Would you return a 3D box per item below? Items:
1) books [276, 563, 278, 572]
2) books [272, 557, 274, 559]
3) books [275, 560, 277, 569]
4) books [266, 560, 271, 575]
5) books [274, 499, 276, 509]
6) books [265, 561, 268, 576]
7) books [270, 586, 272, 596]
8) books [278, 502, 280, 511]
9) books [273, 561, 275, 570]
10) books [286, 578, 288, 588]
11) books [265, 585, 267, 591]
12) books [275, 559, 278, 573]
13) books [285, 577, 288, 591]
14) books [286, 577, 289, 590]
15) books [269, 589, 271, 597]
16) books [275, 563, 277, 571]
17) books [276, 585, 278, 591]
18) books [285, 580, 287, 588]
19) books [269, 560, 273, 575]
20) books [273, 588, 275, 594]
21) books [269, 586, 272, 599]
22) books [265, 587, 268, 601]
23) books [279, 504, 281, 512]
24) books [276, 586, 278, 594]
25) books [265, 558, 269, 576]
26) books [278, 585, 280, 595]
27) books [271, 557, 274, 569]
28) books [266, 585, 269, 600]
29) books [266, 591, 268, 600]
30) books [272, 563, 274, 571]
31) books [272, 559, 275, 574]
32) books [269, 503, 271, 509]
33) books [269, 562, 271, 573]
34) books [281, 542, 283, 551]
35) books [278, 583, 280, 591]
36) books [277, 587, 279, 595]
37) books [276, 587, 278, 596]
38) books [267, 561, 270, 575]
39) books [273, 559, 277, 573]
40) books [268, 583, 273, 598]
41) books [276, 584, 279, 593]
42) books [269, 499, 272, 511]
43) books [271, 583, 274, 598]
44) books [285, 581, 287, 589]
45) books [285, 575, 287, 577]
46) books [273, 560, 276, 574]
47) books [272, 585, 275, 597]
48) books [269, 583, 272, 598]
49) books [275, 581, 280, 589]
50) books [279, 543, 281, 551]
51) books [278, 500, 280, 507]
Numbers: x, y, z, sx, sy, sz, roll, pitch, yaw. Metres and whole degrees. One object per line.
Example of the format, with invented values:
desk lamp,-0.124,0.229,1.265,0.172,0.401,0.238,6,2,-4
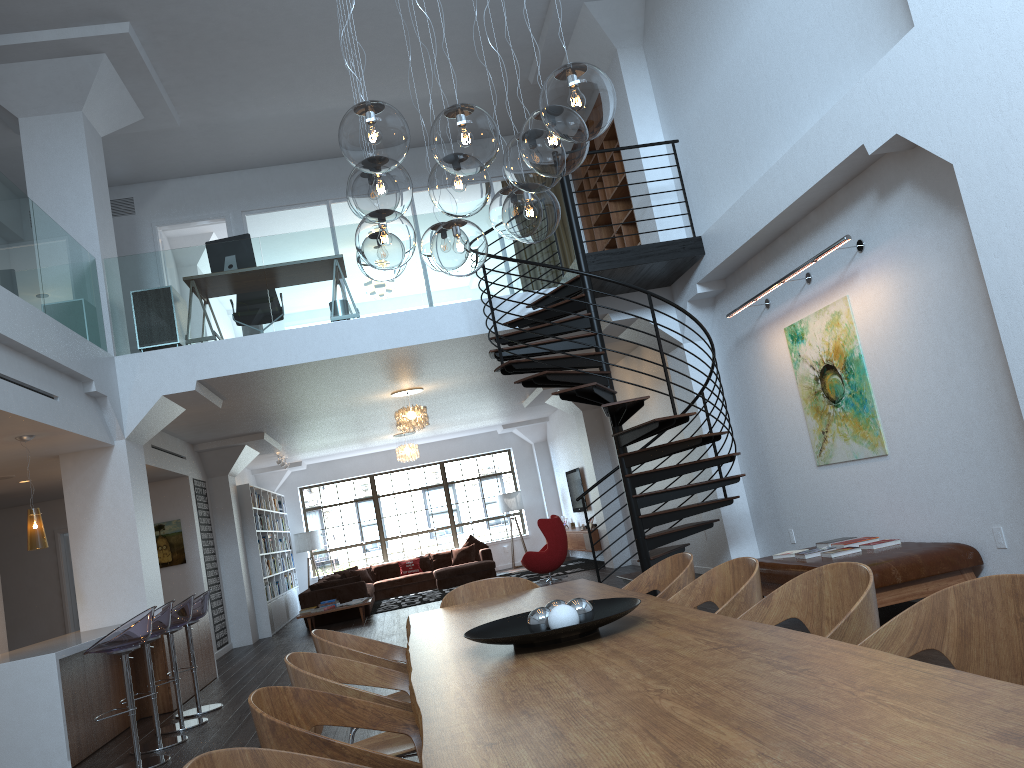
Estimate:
books,-4.281,3.277,15.845,0.161,0.223,0.026,-10,-8,-9
books,-4.266,3.209,15.633,0.176,0.290,0.036,-10,-8,-9
books,-4.285,3.252,15.773,0.183,0.253,0.034,-10,-8,-9
books,-4.175,3.110,14.939,0.183,0.253,0.034,-10,-8,-9
books,-4.643,2.355,17.074,0.183,0.253,0.034,-10,-8,-9
books,-4.138,3.066,14.653,0.171,0.246,0.057,-10,-8,-9
books,-4.077,3.449,14.697,0.171,0.246,0.039,-10,-8,-9
books,-4.721,2.448,17.622,0.183,0.253,0.042,-10,-8,-9
books,-4.230,3.193,15.440,0.183,0.253,0.034,-10,-8,-9
books,-4.331,3.788,16.730,0.183,0.253,0.034,-10,-8,-9
books,-4.016,3.362,14.193,0.183,0.253,0.042,-10,-8,-9
books,-4.288,3.265,15.810,0.174,0.240,0.045,-10,-8,-9
books,-4.331,3.783,16.696,0.183,0.253,0.034,-10,-8,-9
books,-4.350,3.815,16.888,0.183,0.253,0.034,-10,-8,-9
books,-4.055,3.437,14.557,0.161,0.223,0.033,-10,-8,-9
books,-4.267,3.232,15.678,0.180,0.259,0.060,-10,-8,-9
books,-4.170,3.627,15.543,0.126,0.173,0.032,-10,-8,-9
books,-4.310,3.783,16.615,0.161,0.223,0.026,-10,-8,-9
books,-4.192,3.137,15.106,0.183,0.253,0.034,-10,-8,-9
books,-4.105,3.520,15.001,0.161,0.207,0.135,-10,-8,-9
books,-4.052,3.450,14.587,0.161,0.223,0.030,-10,-8,-9
books,-3.991,3.348,14.084,0.174,0.240,0.054,-10,-8,-9
books,-4.738,2.470,17.750,0.183,0.253,0.042,-10,-8,-9
books,-4.150,3.618,15.470,0.106,0.162,0.032,-10,-8,-9
books,-4.155,3.058,14.737,0.176,0.290,0.053,-10,-8,-9
books,-4.186,3.632,15.658,0.146,0.202,0.027,-10,-8,-9
books,-4.229,3.163,15.367,0.176,0.290,0.053,-10,-8,-9
books,-4.025,3.375,14.274,0.180,0.251,0.048,-10,-8,-9
books,-3.994,3.368,14.157,0.161,0.223,0.032,-10,-8,-9
books,-4.208,3.188,15.325,0.161,0.223,0.026,-10,-8,-9
books,-4.230,3.189,15.407,0.183,0.253,0.034,-10,-8,-9
books,-4.533,2.250,16.319,0.161,0.207,0.130,-10,-8,-9
books,-4.175,3.115,14.972,0.183,0.253,0.034,-10,-8,-9
books,-4.478,3.135,17.044,0.120,0.167,0.020,-10,-8,-9
books,-4.201,3.646,15.738,0.146,0.202,0.027,-10,-8,-9
books,-4.174,3.629,15.569,0.128,0.178,0.021,-10,-8,-9
books,-4.154,3.613,15.444,0.120,0.167,0.020,-10,-8,-9
books,-4.161,3.100,14.858,0.171,0.246,0.057,-10,-8,-9
books,-4.249,3.220,15.598,0.183,0.253,0.034,-10,-8,-9
books,-4.093,3.457,14.774,0.180,0.259,0.042,-10,-8,-9
books,-4.181,3.628,15.599,0.139,0.191,0.036,-10,-8,-9
books,-4.551,2.260,16.429,0.161,0.223,0.032,-10,-8,-9
books,-4.098,3.473,14.859,0.183,0.253,0.042,-10,-8,-9
books,-4.311,3.766,16.591,0.160,0.250,0.026,-10,-8,-9
books,-4.367,3.804,16.923,0.176,0.290,0.036,-10,-8,-9
books,-4.253,3.222,15.557,0.174,0.240,0.045,-10,-8,-9
books,-4.108,3.497,14.946,0.174,0.236,0.142,-10,-8,-9
books,-4.072,3.433,14.625,0.183,0.253,0.042,-10,-8,-9
books,-4.218,3.647,15.822,0.140,0.231,0.042,-10,-8,-9
books,-4.432,3.081,16.734,0.107,0.167,0.016,-10,-8,-9
books,-4.735,2.463,17.707,0.183,0.253,0.042,-10,-8,-9
